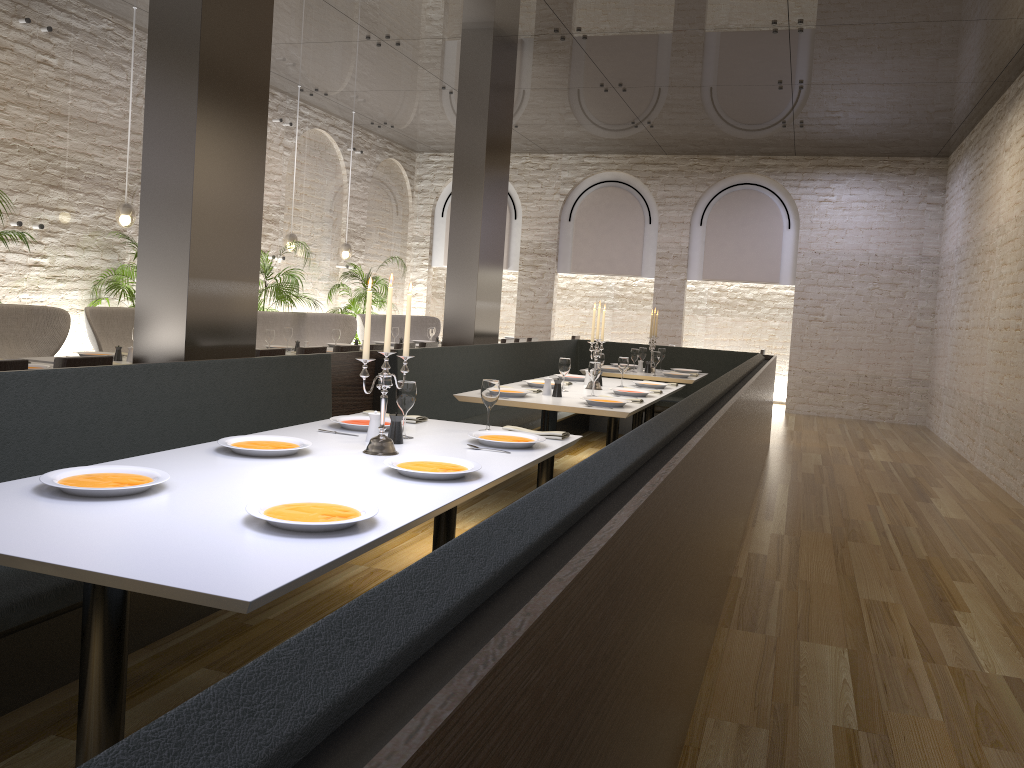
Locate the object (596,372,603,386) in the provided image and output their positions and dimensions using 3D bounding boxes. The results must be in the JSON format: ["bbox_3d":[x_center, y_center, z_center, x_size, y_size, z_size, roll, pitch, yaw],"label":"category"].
[{"bbox_3d":[0.666,-0.043,6.809,0.069,0.126,0.069,4,3,12],"label":"object"}]

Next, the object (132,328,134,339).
[{"bbox_3d":[-2.726,-0.293,6.457,0.086,0.230,0.087,2,3,-30],"label":"object"}]

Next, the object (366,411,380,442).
[{"bbox_3d":[-0.535,0.168,3.463,0.069,0.126,0.069,4,3,12],"label":"object"}]

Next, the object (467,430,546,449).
[{"bbox_3d":[-0.023,0.231,3.616,0.322,0.036,0.322,8,6,38],"label":"object"}]

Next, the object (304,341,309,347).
[{"bbox_3d":[-1.964,-0.357,8.466,0.059,0.109,0.059,4,3,10],"label":"object"}]

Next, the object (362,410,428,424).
[{"bbox_3d":[-0.545,0.152,4.138,0.273,0.033,0.143,5,5,18],"label":"object"}]

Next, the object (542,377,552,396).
[{"bbox_3d":[0.233,0.015,5.811,0.069,0.126,0.069,6,4,41],"label":"object"}]

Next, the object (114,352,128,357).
[{"bbox_3d":[-2.860,-0.217,6.698,0.273,0.033,0.143,5,5,18],"label":"object"}]

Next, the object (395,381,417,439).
[{"bbox_3d":[-0.435,0.105,3.608,0.086,0.230,0.086,5,3,30],"label":"object"}]

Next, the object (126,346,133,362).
[{"bbox_3d":[-2.690,-0.214,6.258,0.059,0.109,0.059,5,3,26],"label":"object"}]

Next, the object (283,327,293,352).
[{"bbox_3d":[-2.109,-0.415,8.332,0.086,0.230,0.087,2,3,-30],"label":"object"}]

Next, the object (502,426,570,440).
[{"bbox_3d":[0.107,0.213,3.925,0.273,0.033,0.143,5,5,18],"label":"object"}]

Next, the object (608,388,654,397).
[{"bbox_3d":[0.832,0.062,6.215,0.322,0.036,0.322,8,6,38],"label":"object"}]

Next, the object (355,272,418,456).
[{"bbox_3d":[-0.455,-0.076,3.206,0.132,0.655,0.390,5,3,29],"label":"object"}]

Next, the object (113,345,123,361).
[{"bbox_3d":[-2.771,-0.217,6.236,0.059,0.109,0.059,5,3,26],"label":"object"}]

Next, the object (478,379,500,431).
[{"bbox_3d":[-0.101,0.097,3.947,0.086,0.230,0.086,5,3,30],"label":"object"}]

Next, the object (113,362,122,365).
[{"bbox_3d":[-2.589,-0.127,5.869,0.273,0.033,0.143,5,5,18],"label":"object"}]

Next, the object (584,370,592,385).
[{"bbox_3d":[0.590,-0.051,6.838,0.069,0.126,0.069,4,3,12],"label":"object"}]

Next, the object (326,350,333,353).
[{"bbox_3d":[-1.748,-0.300,8.418,0.321,0.036,0.322,3,5,-4],"label":"object"}]

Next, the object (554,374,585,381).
[{"bbox_3d":[0.498,-0.048,7.222,0.322,0.036,0.322,5,5,14],"label":"object"}]

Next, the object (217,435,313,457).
[{"bbox_3d":[-0.861,0.221,3.092,0.321,0.036,0.322,3,5,-6],"label":"object"}]

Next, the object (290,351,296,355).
[{"bbox_3d":[-1.863,-0.271,8.077,0.273,0.033,0.143,5,5,18],"label":"object"}]

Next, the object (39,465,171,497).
[{"bbox_3d":[-1.093,0.267,2.387,0.321,0.036,0.322,3,5,-6],"label":"object"}]

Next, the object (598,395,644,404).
[{"bbox_3d":[0.707,0.101,5.751,0.273,0.033,0.143,5,5,18],"label":"object"}]

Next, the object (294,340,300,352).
[{"bbox_3d":[-2.044,-0.361,8.445,0.059,0.109,0.059,4,3,10],"label":"object"}]

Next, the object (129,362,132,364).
[{"bbox_3d":[-2.537,-0.137,6.038,0.181,0.015,0.038,6,5,19],"label":"object"}]

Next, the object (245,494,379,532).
[{"bbox_3d":[-0.492,0.323,2.189,0.321,0.036,0.322,3,5,-6],"label":"object"}]

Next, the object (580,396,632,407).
[{"bbox_3d":[0.574,0.113,5.430,0.321,0.036,0.322,3,5,-6],"label":"object"}]

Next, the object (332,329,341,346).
[{"bbox_3d":[-1.726,-0.421,8.683,0.086,0.230,0.087,2,3,-30],"label":"object"}]

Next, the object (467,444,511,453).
[{"bbox_3d":[-0.091,0.251,3.423,0.181,0.015,0.038,6,5,19],"label":"object"}]

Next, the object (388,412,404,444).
[{"bbox_3d":[-0.454,0.173,3.461,0.069,0.126,0.069,4,3,12],"label":"object"}]

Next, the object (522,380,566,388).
[{"bbox_3d":[0.232,0.005,6.414,0.322,0.036,0.322,8,6,38],"label":"object"}]

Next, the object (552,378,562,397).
[{"bbox_3d":[0.295,0.025,5.738,0.069,0.126,0.069,1,4,-41],"label":"object"}]

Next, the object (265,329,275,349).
[{"bbox_3d":[-2.081,-0.350,7.605,0.086,0.230,0.086,5,3,24],"label":"object"}]

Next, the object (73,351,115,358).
[{"bbox_3d":[-2.983,-0.204,6.379,0.321,0.036,0.322,0,6,-37],"label":"object"}]

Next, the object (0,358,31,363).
[{"bbox_3d":[-3.214,-0.147,5.622,0.273,0.033,0.143,5,5,18],"label":"object"}]

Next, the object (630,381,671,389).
[{"bbox_3d":[1.098,0.009,7.023,0.322,0.036,0.322,5,5,14],"label":"object"}]

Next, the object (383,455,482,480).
[{"bbox_3d":[-0.260,0.278,2.894,0.321,0.036,0.322,3,5,-6],"label":"object"}]

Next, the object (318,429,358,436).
[{"bbox_3d":[-0.703,0.197,3.600,0.185,0.010,0.017,5,5,18],"label":"object"}]

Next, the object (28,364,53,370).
[{"bbox_3d":[-2.829,-0.086,5.134,0.321,0.036,0.322,3,5,-4],"label":"object"}]

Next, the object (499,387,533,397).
[{"bbox_3d":[-0.026,0.056,5.628,0.322,0.036,0.322,5,5,16],"label":"object"}]

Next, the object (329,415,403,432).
[{"bbox_3d":[-0.623,0.174,3.815,0.322,0.036,0.322,8,6,38],"label":"object"}]

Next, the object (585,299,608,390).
[{"bbox_3d":[0.621,-0.289,6.477,0.132,0.655,0.390,5,3,29],"label":"object"}]
